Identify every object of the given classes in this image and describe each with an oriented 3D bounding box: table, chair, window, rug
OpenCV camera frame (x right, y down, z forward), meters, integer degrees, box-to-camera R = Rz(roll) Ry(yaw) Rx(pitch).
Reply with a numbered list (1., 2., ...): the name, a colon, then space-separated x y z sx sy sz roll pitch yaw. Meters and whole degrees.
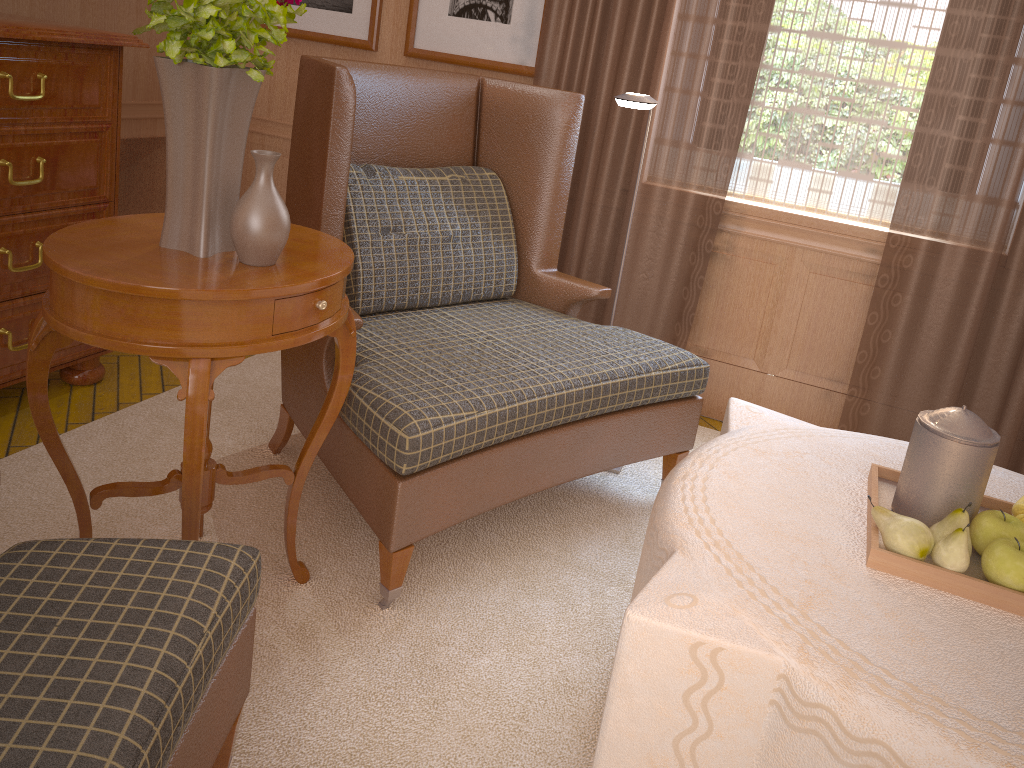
1. table: -1.113 0.172 3.125 0.938 1.332 1.058 17 19 26
2. chair: -1.437 0.498 1.327 1.717 1.915 1.977 7 18 -5
3. window: 2.220 -2.638 5.327 2.457 3.279 0.865 15 16 19
4. chair: -0.225 -0.463 4.309 1.925 1.915 1.764 -9 25 -43
5. rug: -0.057 1.503 1.971 6.051 0.019 8.156 16 22 18

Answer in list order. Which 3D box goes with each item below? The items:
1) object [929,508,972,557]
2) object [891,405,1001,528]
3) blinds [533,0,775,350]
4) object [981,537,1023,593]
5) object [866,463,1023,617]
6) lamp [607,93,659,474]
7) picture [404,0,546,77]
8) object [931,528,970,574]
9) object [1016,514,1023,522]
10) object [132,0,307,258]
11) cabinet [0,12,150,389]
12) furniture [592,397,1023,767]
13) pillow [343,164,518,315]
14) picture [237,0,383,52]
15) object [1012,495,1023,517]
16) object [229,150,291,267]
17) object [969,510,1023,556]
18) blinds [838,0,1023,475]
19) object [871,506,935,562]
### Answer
1. object: 1.274 0.438 2.556 0.130 0.191 0.134 -2 20 -33
2. object: 1.347 0.248 2.722 0.234 0.381 0.242 5 17 -13
3. blinds: 0.847 -2.177 5.402 1.443 4.659 0.272 15 16 21
4. object: 1.380 0.505 2.427 0.157 0.131 0.162 17 20 22
5. object: 1.487 0.501 2.630 0.808 0.058 0.655 16 22 18
6. lamp: 0.551 -0.513 4.675 0.562 1.967 0.651 4 16 -18
7. picture: -0.182 -2.738 5.844 1.060 1.213 0.048 15 16 19
8. object: 1.227 0.457 2.447 0.098 0.144 0.101 -2 20 -33
9. object: 1.611 0.387 2.739 0.073 0.180 0.398 19 22 31
10. object: -0.927 -0.956 2.790 0.529 1.057 0.466 14 17 17
11. cabinet: -3.212 -0.709 3.863 1.429 1.883 2.835 15 20 18
12. furniture: 1.342 0.925 2.775 1.965 0.873 2.003 15 21 16
13. pillow: -0.492 -0.773 4.571 1.082 0.686 0.552 -10 25 -43
14. picture: -1.448 -3.108 6.303 1.262 1.212 0.048 15 16 19
15. object: 1.631 0.344 2.718 0.379 0.154 0.106 -12 26 -44
16. object: -0.798 -0.560 2.805 0.186 0.347 0.191 -3 20 -35
17. object: 1.430 0.451 2.587 0.157 0.131 0.162 17 20 22
18. blinds: 2.976 -1.561 4.631 1.460 4.648 0.272 14 16 18
19. object: 1.109 0.436 2.530 0.198 0.124 0.134 24 24 37
